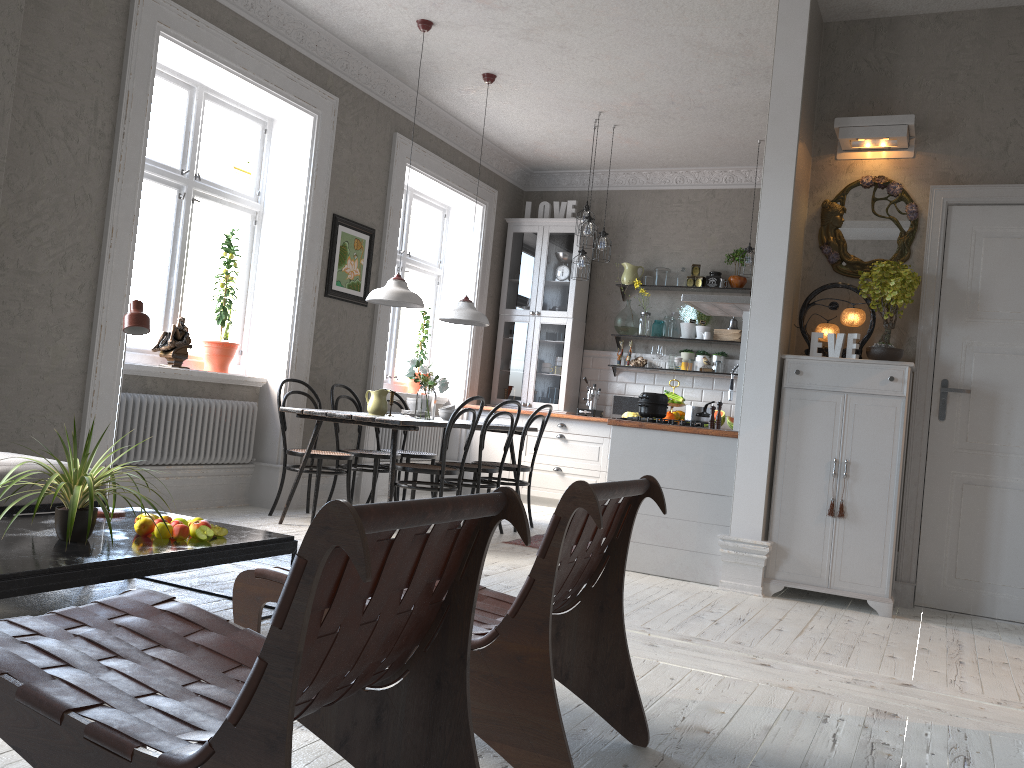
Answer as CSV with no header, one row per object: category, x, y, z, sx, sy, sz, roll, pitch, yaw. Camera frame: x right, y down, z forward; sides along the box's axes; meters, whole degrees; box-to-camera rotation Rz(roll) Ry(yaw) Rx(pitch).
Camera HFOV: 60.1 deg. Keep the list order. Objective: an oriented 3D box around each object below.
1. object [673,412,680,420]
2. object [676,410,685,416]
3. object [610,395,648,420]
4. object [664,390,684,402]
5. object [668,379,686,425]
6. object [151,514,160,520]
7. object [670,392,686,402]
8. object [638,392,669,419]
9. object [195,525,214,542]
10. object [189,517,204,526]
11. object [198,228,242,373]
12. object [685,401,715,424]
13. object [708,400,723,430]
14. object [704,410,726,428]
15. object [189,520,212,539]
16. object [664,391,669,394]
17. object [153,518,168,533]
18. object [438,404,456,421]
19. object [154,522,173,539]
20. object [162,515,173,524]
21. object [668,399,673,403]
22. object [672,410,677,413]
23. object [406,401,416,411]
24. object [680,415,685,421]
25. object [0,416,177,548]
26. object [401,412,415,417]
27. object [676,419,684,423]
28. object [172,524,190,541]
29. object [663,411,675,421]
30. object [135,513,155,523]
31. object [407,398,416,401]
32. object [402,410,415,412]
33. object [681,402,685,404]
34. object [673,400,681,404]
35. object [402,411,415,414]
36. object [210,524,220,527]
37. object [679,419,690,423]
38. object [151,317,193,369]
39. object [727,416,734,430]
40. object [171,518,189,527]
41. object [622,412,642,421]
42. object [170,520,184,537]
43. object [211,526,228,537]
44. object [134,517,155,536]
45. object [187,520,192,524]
object,1.497,0.294,8.123,0.089,0.078,0.087,7,-2,-38
object,1.573,0.275,8.171,0.125,0.056,0.060,5,-2,17
object,1.122,0.235,8.394,0.346,0.226,0.089,5,-2,25
object,1.492,0.111,8.165,0.207,0.101,0.068,5,-2,31
object,1.486,0.167,8.193,0.349,0.425,0.354,5,-2,10
object,-1.320,0.500,3.229,0.069,0.055,0.059,6,-2,-8
object,1.547,0.128,8.215,0.090,0.096,0.177,7,-2,-44
object,0.846,0.128,5.308,0.189,0.147,0.193,6,-2,5
object,-1.074,0.521,3.081,0.057,0.053,0.061,5,-2,32
object,-1.137,0.514,3.207,0.059,0.062,0.064,5,-2,7
object,-1.936,-0.571,5.959,0.274,0.991,0.265,7,-2,-25
object,1.187,0.172,5.406,0.178,0.134,0.298,7,-2,-30
object,1.165,0.175,5.067,0.072,0.167,0.036,5,-2,25
object,1.775,0.313,7.860,0.222,0.174,0.231,7,-2,-43
object,-1.105,0.515,3.139,0.076,0.064,0.073,7,-2,-34
object,1.437,0.085,8.197,0.073,0.058,0.051,6,-2,2
object,-1.247,0.504,3.136,0.057,0.056,0.061,5,-2,12
object,-0.469,0.202,6.381,0.122,0.119,0.130,4,-2,41
object,-1.204,0.503,3.064,0.063,0.063,0.060,7,-2,-33
object,-1.255,0.505,3.201,0.057,0.058,0.059,5,-2,8
object,1.454,0.172,8.146,0.062,0.061,0.067,5,-2,25
object,1.520,0.289,8.241,0.084,0.093,0.088,5,-2,21
object,-0.681,0.175,6.431,0.177,0.094,0.181,5,-2,16
object,1.593,0.283,8.153,0.128,0.120,0.060,7,-2,-41
object,-1.377,0.310,2.893,0.716,0.420,0.677,4,-2,43
object,-0.686,0.228,6.430,0.232,0.027,0.242,4,-2,43
object,1.533,0.343,8.094,0.069,0.051,0.089,6,-2,-17
object,-1.143,0.512,3.061,0.057,0.058,0.056,7,-2,-40
object,1.427,0.297,8.070,0.113,0.111,0.111,6,-2,-7
object,-1.309,0.494,3.154,0.066,0.066,0.072,5,-2,30
object,-0.679,0.155,6.432,0.177,0.094,0.181,5,-2,16
object,-0.684,0.211,6.430,0.242,0.027,0.232,7,-2,-42
object,1.569,0.183,8.165,0.051,0.050,0.050,5,-2,35
object,1.519,0.181,8.154,0.075,0.062,0.100,6,-2,-1
object,-0.685,0.219,6.430,0.239,0.027,0.236,6,-2,-7
object,-1.099,0.533,3.267,0.047,0.036,0.062,4,-2,36
object,1.573,0.341,8.212,0.055,0.044,0.213,7,-2,-26
object,-2.141,-0.269,5.591,0.118,0.329,0.241,5,-2,27
object,1.981,0.353,7.707,0.223,0.127,0.149,5,-2,8
object,-1.196,0.510,3.183,0.062,0.058,0.060,6,-2,-20
object,1.111,0.299,8.167,0.194,0.083,0.192,5,-2,26
object,-1.181,0.509,3.124,0.056,0.058,0.059,5,-2,16
object,-1.064,0.534,3.205,0.068,0.037,0.046,7,-2,-38
object,-1.274,0.495,3.071,0.069,0.066,0.071,4,-2,40
object,-1.200,0.521,3.253,0.063,0.039,0.067,5,-2,31
